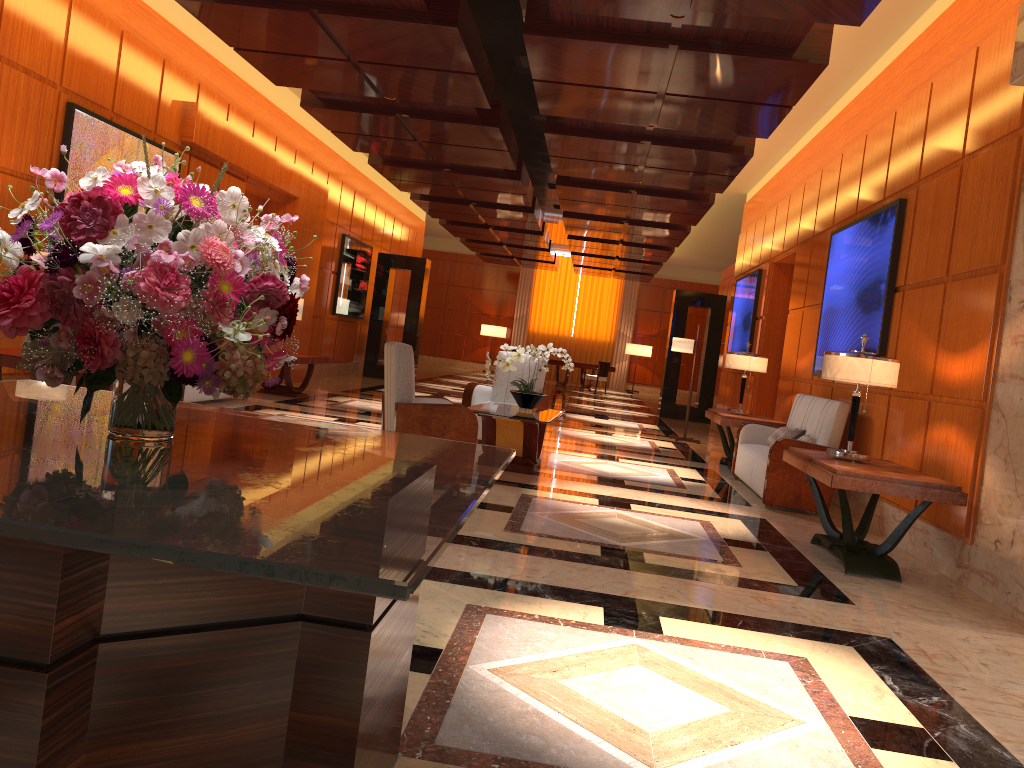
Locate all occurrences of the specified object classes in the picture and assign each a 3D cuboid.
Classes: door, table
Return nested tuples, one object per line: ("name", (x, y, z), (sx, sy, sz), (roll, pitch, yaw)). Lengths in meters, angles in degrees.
("door", (-3.703, -1.318, 12.124), (0.341, 2.650, 1.500), (8, 1, 5))
("door", (3.550, -0.332, 11.488), (0.341, 2.650, 1.538), (8, 1, 5))
("table", (2.147, 0.799, 5.483), (0.726, 0.606, 1.271), (8, 2, 5))
("table", (-0.897, 0.490, 2.006), (1.601, 0.744, 1.601), (8, 2, 5))
("table", (-3.415, 0.046, 6.607), (0.725, 0.534, 1.168), (8, 2, 8))
("table", (1.723, -0.229, 24.287), (2.103, 0.741, 0.785), (6, 2, -24))
("table", (2.524, 0.649, 9.688), (0.726, 0.606, 1.271), (8, 2, 5))
("table", (0.010, 0.472, 7.673), (0.723, 0.495, 1.560), (8, 2, 8))
("table", (-2.967, -0.131, 11.597), (0.725, 0.534, 1.168), (8, 2, 8))

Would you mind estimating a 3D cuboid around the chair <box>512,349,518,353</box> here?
("chair", (0.244, -0.485, 24.256), (0.578, 0.894, 0.583), (9, 1, 43))

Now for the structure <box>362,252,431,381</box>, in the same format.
("structure", (-2.319, -1.330, 17.876), (0.986, 2.497, 0.500), (8, 1, 5))

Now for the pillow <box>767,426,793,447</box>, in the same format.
("pillow", (2.545, 0.507, 8.427), (0.195, 0.227, 0.344), (8, 2, 10))

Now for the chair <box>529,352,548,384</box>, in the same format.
("chair", (0.670, -0.485, 25.440), (0.578, 0.894, 0.583), (8, 1, 33))

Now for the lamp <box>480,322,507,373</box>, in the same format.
("lamp", (-0.655, -1.185, 28.362), (0.809, 1.660, 0.813), (7, 1, -45))

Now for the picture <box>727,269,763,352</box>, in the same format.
("picture", (3.575, -0.972, 13.760), (0.056, 1.451, 1.997), (8, 2, 5))

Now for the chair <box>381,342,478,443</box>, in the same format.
("chair", (-0.609, 0.212, 6.235), (0.628, 0.960, 0.739), (7, 1, -16))

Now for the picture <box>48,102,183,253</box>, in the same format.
("picture", (-3.714, -1.681, 8.436), (0.056, 1.451, 1.997), (8, 2, 5))

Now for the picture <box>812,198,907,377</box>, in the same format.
("picture", (3.051, -0.765, 7.923), (0.056, 1.451, 1.997), (8, 2, 5))

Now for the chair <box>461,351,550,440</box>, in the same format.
("chair", (-0.048, 0.147, 9.179), (0.739, 0.960, 0.628), (8, 1, 24))

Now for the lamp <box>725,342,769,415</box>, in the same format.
("lamp", (2.556, -0.071, 9.756), (0.457, 0.793, 0.460), (7, 1, -33))

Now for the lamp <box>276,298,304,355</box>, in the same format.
("lamp", (0.733, -0.033, 6.313), (0.334, 0.734, 13.038), (7, 3, -36))

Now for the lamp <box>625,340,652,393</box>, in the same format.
("lamp", (3.931, -0.561, 27.947), (0.809, 1.660, 0.813), (7, 1, -45))

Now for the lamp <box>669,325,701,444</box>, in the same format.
("lamp", (2.456, -0.024, 12.494), (0.526, 1.660, 0.360), (7, 1, -5))

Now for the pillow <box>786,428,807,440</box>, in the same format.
("pillow", (2.535, 0.518, 7.992), (0.160, 0.253, 0.358), (8, 2, 2))

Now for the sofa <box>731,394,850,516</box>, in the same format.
("sofa", (2.460, 0.547, 7.979), (0.613, 0.932, 1.799), (8, 2, 5))

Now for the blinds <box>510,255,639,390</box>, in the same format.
("blinds", (1.996, -2.073, 28.762), (3.854, 4.063, 0.149), (8, 0, 5))

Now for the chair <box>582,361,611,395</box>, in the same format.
("chair", (2.250, -0.181, 23.414), (0.583, 0.894, 0.578), (7, 1, -42))

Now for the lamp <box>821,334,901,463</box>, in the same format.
("lamp", (2.183, 0.083, 5.619), (0.459, 0.809, 0.458), (8, 1, 14))

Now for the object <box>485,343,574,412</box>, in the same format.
("object", (0.149, -0.076, 7.782), (0.787, 0.617, 0.418), (7, 1, -18))

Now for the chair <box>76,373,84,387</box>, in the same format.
("chair", (-3.382, -0.227, 7.795), (0.629, 0.960, 0.738), (8, 1, 4))

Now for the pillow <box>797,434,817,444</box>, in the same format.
("pillow", (2.459, 0.543, 7.549), (0.202, 0.229, 0.273), (8, 2, 7))

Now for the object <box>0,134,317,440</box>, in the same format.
("object", (-0.805, -0.208, 2.020), (0.649, 0.658, 0.681), (7, 2, -4))

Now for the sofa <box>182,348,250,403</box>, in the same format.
("sofa", (-3.351, -0.287, 9.415), (0.613, 0.932, 1.799), (8, 2, 5))

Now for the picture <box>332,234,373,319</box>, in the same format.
("picture", (-2.975, -1.973, 16.665), (0.056, 1.451, 1.997), (8, 2, 5))
